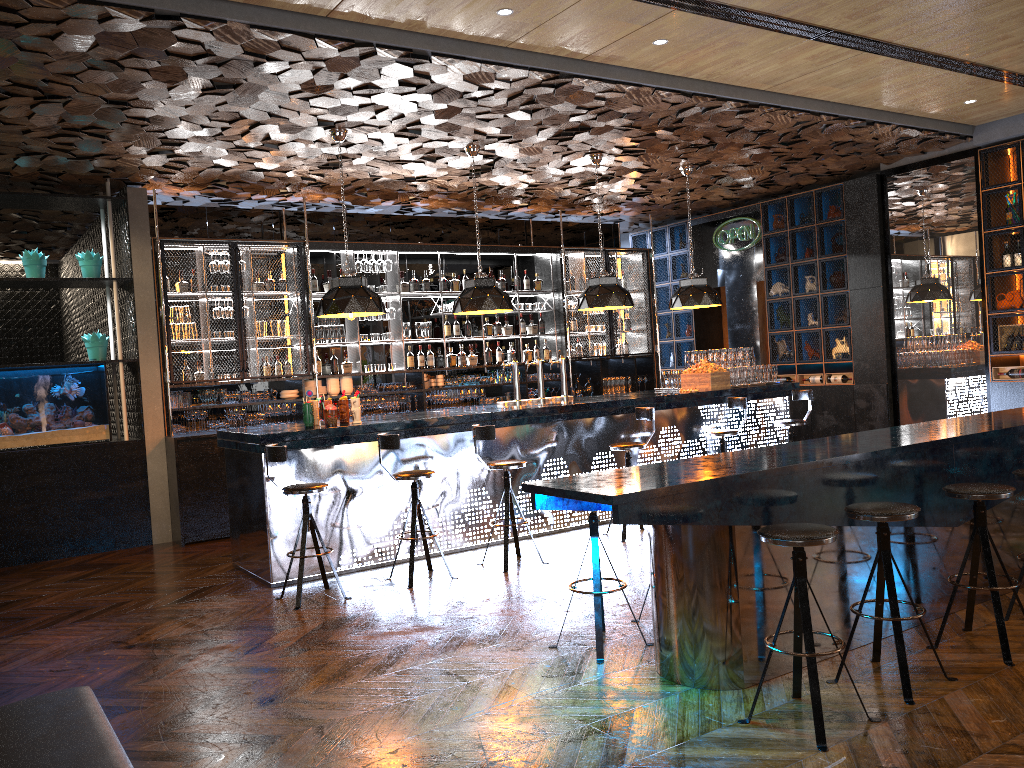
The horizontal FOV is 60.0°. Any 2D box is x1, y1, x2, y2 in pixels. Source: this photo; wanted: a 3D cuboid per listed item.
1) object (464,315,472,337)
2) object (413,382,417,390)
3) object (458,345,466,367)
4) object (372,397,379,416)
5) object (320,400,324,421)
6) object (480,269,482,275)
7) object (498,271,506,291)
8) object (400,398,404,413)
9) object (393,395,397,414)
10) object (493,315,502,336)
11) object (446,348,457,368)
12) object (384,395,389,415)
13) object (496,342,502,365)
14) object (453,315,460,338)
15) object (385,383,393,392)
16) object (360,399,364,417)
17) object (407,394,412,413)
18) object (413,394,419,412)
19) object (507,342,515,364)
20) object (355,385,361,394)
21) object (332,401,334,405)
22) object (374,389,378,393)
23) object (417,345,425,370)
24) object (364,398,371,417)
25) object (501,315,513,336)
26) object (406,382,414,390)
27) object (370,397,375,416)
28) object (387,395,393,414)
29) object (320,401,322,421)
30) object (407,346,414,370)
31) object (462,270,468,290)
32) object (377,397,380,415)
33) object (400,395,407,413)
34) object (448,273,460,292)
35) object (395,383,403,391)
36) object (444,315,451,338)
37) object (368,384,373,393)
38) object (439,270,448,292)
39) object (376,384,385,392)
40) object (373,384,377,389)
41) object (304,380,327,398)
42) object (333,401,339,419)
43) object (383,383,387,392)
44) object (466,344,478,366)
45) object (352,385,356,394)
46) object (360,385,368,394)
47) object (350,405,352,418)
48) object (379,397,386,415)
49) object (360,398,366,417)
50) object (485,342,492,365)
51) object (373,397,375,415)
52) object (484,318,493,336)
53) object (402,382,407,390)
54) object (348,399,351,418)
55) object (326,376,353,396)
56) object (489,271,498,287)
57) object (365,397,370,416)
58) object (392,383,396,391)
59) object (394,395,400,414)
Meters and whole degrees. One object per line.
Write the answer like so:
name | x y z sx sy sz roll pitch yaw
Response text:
object | -0.562 -0.736 11.272 0.086 0.297 0.086 -3 1 16
object | -1.197 0.022 10.678 0.095 0.096 0.095 -4 1 -9
object | -0.635 -0.358 11.214 0.083 0.282 0.083 -4 1 -33
object | -1.589 0.265 10.330 0.084 0.216 0.084 -4 1 -18
object | -2.173 0.301 10.075 0.073 0.229 0.073 -5 2 -44
object | -0.393 -1.322 11.399 0.086 0.298 0.086 -3 1 16
object | -0.136 -1.334 11.557 0.083 0.282 0.083 -4 1 -33
object | -1.329 0.241 10.655 0.092 0.218 0.092 -3 1 18
object | -1.394 0.243 10.544 0.071 0.226 0.071 -3 1 29
object | -0.189 -0.757 11.511 0.083 0.282 0.083 -4 1 -33
object | -0.763 -0.330 11.130 0.151 0.248 0.094 -5 2 -44
object | -1.480 0.248 10.539 0.071 0.226 0.071 -3 1 29
object | -0.168 -0.403 11.526 0.086 0.298 0.086 -3 1 16
object | -0.704 -0.726 11.214 0.086 0.298 0.086 -3 1 16
object | -1.452 0.040 10.495 0.093 0.099 0.093 -4 1 -16
object | -1.748 0.279 10.231 0.082 0.213 0.082 -4 1 -3
object | -1.227 0.234 10.659 0.071 0.217 0.071 -4 1 -25
object | -1.153 0.229 10.660 0.071 0.217 0.071 -4 1 -25
object | -0.011 -0.407 11.619 0.083 0.282 0.083 -3 2 42
object | -1.780 0.065 10.350 0.089 0.100 0.100 -3 1 30
object | -2.035 0.299 10.155 0.082 0.213 0.082 -5 2 -41
object | -1.592 0.079 10.367 0.049 0.048 0.044 -3 1 10
object | -1.125 -0.329 10.934 0.086 0.298 0.086 -3 1 16
object | -1.669 0.271 10.280 0.084 0.216 0.084 -5 2 -45
object | -0.066 -0.764 11.574 0.123 0.279 0.123 -4 1 -19
object | -1.218 0.025 10.579 0.095 0.096 0.095 -3 1 31
object | -1.658 0.267 10.442 0.084 0.216 0.084 -5 2 -40
object | -1.433 0.247 10.470 0.071 0.226 0.071 -3 1 29
object | -2.174 0.303 9.993 0.073 0.229 0.073 -5 2 -44
object | -1.243 -0.318 10.827 0.086 0.299 0.086 -3 1 16
object | -0.592 -1.306 11.277 0.086 0.298 0.086 -3 1 16
object | -1.589 0.261 10.494 0.084 0.216 0.084 -3 1 9
object | -1.284 0.240 10.556 0.092 0.218 0.092 -3 1 18
object | -0.727 -1.269 11.172 0.151 0.248 0.094 -4 1 -29
object | -1.342 0.033 10.510 0.093 0.099 0.093 -4 1 -14
object | -0.813 -0.716 11.113 0.086 0.299 0.086 -3 1 16
object | -1.673 0.058 10.351 0.089 0.100 0.100 -4 1 3
object | -0.863 -1.277 11.085 0.083 0.282 0.083 -3 2 42
object | -1.543 0.047 10.440 0.109 0.100 0.109 -3 2 40
object | -1.630 0.050 10.573 0.109 0.100 0.109 -3 2 40
object | -2.254 0.054 10.045 0.306 0.195 0.300 -4 1 -32
object | -1.989 0.298 10.078 0.082 0.213 0.082 -4 1 -4
object | -1.510 0.042 10.586 0.093 0.099 0.093 -2 2 45
object | -0.512 -0.365 11.278 0.123 0.279 0.123 -4 1 -19
object | -1.845 0.067 10.451 0.100 0.100 0.089 -4 1 -26
object | -1.712 0.063 10.259 0.100 0.100 0.089 -4 1 -28
object | -1.827 0.285 10.183 0.082 0.213 0.082 -4 1 0
object | -1.513 0.259 10.380 0.084 0.216 0.084 -3 1 10
object | -1.736 0.273 10.396 0.084 0.216 0.084 -4 1 -21
object | -0.302 -0.391 11.400 0.086 0.297 0.086 -4 1 1
object | -1.660 0.263 10.607 0.084 0.216 0.084 -4 1 -10
object | -0.317 -0.729 11.427 0.151 0.248 0.094 -5 2 -44
object | -1.296 0.028 10.652 0.095 0.096 0.095 -4 1 -32
object | -1.873 0.286 10.258 0.082 0.213 0.082 -3 2 36
object | -1.978 0.022 10.185 0.309 0.216 0.149 -5 2 -35
object | -0.263 -1.321 11.458 0.123 0.279 0.123 -5 2 -44
object | -1.733 0.269 10.553 0.084 0.216 0.084 -5 1 -34
object | -1.402 0.035 10.596 0.093 0.099 0.093 -3 1 29
object | -1.350 0.241 10.476 0.071 0.226 0.071 -3 1 29
